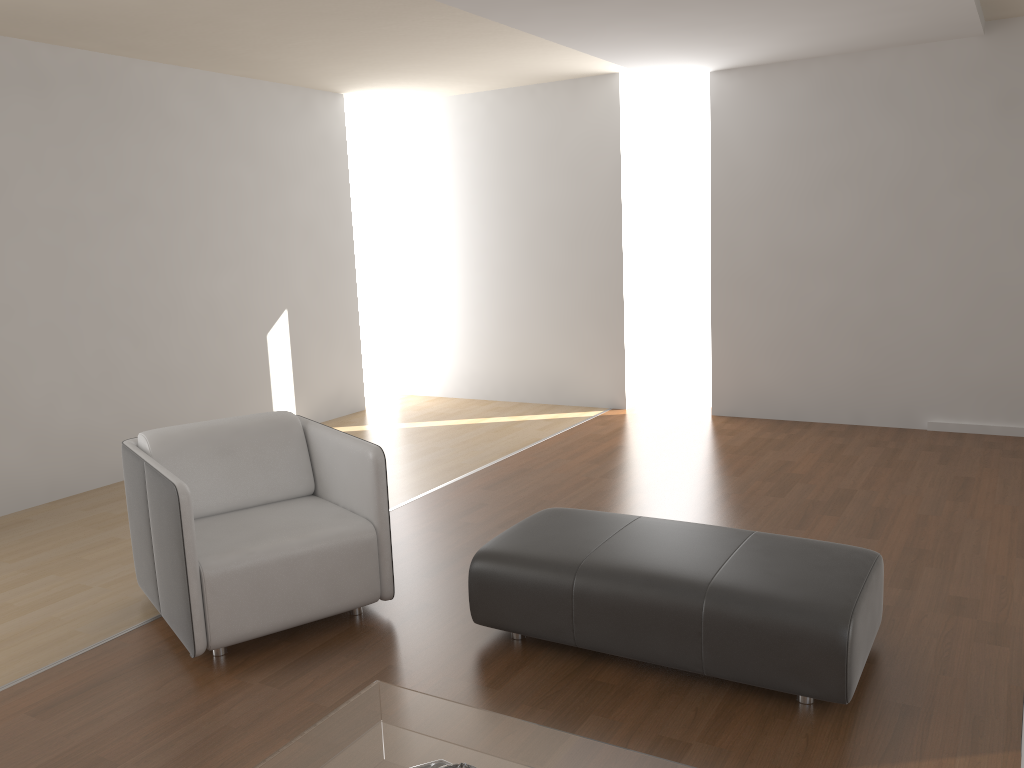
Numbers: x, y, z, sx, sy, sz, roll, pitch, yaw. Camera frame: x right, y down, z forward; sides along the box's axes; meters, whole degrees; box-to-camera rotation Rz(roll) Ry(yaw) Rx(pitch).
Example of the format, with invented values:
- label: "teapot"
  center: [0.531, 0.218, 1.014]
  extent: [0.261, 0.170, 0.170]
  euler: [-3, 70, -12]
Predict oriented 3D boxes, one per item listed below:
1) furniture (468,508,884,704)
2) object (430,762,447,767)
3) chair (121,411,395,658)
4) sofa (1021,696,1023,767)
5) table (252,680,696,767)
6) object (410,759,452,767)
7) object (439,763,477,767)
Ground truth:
- label: "furniture"
  center: [0.559, 0.694, 3.081]
  extent: [1.291, 0.301, 0.685]
  euler: [3, 11, 30]
- label: "object"
  center: [-0.197, 0.817, 1.823]
  extent: [0.147, 0.035, 0.051]
  euler: [-5, 10, -18]
- label: "chair"
  center: [-1.027, 0.513, 3.503]
  extent: [0.767, 0.661, 0.919]
  euler: [-9, 12, -34]
- label: "sofa"
  center: [1.087, 0.847, 0.983]
  extent: [0.919, 0.661, 2.238]
  euler: [3, 11, 30]
- label: "table"
  center: [-0.182, 1.008, 1.710]
  extent: [0.900, 0.300, 0.900]
  euler: [3, 11, 30]
- label: "object"
  center: [-0.171, 0.840, 1.763]
  extent: [0.315, 0.011, 0.273]
  euler: [5, 12, 37]
- label: "object"
  center: [-0.111, 0.804, 1.748]
  extent: [0.118, 0.079, 0.117]
  euler: [5, 12, 37]
